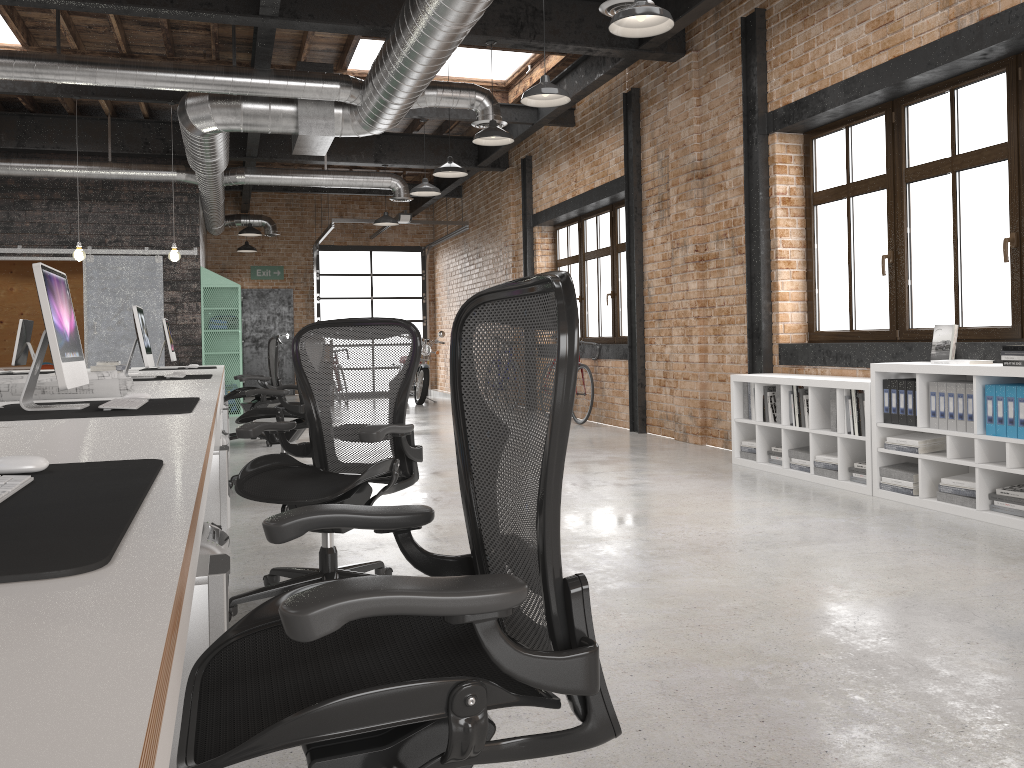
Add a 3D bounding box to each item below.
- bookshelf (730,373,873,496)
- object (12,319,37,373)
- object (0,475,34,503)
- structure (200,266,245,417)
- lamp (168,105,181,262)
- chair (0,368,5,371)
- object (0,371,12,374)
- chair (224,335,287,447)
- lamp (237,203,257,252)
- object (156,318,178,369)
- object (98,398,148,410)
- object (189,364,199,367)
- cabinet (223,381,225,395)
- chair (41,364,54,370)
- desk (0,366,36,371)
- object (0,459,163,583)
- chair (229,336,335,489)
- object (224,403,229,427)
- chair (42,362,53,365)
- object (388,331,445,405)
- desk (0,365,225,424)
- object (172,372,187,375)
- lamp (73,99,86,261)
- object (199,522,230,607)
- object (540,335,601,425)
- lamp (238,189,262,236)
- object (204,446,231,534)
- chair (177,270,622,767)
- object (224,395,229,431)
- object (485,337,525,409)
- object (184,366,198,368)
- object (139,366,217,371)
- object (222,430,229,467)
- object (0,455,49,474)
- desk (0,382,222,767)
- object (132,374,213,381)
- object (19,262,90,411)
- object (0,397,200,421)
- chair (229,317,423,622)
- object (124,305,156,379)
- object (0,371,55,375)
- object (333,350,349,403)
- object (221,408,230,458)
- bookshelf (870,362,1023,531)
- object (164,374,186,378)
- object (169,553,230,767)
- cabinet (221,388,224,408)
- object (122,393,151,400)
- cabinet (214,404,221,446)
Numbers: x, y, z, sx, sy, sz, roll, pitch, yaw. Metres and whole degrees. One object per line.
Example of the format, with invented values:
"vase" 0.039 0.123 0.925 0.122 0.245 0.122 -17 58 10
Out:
"bookshelf" 2.110 0.295 6.129 0.400 0.684 1.545 -1 2 -18
"object" -4.428 -0.344 8.075 0.189 0.485 0.484 -1 1 -18
"object" -0.727 0.152 1.142 0.118 0.017 0.439 -2 3 -18
"structure" -4.192 -0.613 12.861 0.557 2.100 1.118 -1 1 -18
"lamp" -3.611 -2.141 9.435 0.123 1.678 0.123 -1 0 -20
"chair" -7.347 0.124 12.608 0.618 0.777 0.581 -2 1 -23
"object" -4.643 -0.105 8.031 0.118 0.017 0.439 -2 3 -18
"chair" -2.579 0.057 8.861 0.793 1.085 0.770 -2 1 -39
"lamp" -4.826 -3.077 16.084 0.362 1.338 0.362 -1 0 -40
"object" -3.368 -0.393 8.642 0.189 0.485 0.484 -1 1 -18
"object" -1.355 0.069 3.102 0.118 0.017 0.439 -2 3 -18
"object" -3.237 -0.187 8.999 0.106 0.028 0.059 -2 2 -19
"cabinet" -3.396 0.249 9.731 0.460 0.648 0.387 -1 1 -18
"chair" -6.674 0.100 12.823 0.618 0.777 0.581 -2 1 -23
"desk" -7.013 0.086 13.730 2.000 0.731 0.998 -2 2 -17
"object" -0.835 0.168 1.119 0.687 0.008 0.849 -2 3 -18
"chair" -1.615 0.164 6.247 0.792 1.085 0.771 -1 1 -9
"object" -2.723 0.406 8.115 0.250 0.466 0.338 -1 1 -18
"chair" -7.713 0.036 14.568 0.618 0.777 0.581 -2 1 -23
"object" -1.659 -0.335 15.245 0.814 1.359 2.177 -2 2 -30
"desk" -3.584 0.311 7.283 2.313 0.769 5.113 -2 3 -18
"object" -2.393 -0.075 6.363 0.106 0.028 0.059 -2 2 -19
"lamp" -4.487 -2.109 9.154 0.123 1.678 0.123 -1 0 -20
"object" -0.916 0.644 2.472 0.250 0.466 0.338 -1 1 -18
"object" 0.631 -0.077 10.695 0.402 1.039 1.738 -1 2 -23
"lamp" -4.073 -2.978 13.732 0.362 1.338 0.362 -1 0 -40
"object" -1.720 0.567 4.511 0.541 0.455 0.221 -2 1 -18
"chair" -0.183 0.376 1.318 0.793 1.085 0.770 -2 1 -34
"object" -3.292 0.360 9.417 0.541 0.455 0.221 -2 1 -18
"object" -0.156 -0.181 13.156 0.402 1.039 1.738 -1 2 -23
"object" -3.143 -0.167 8.685 0.118 0.017 0.439 -2 3 -18
"object" -3.259 -0.152 8.686 0.687 0.008 0.849 -2 3 -19
"object" -1.872 0.518 5.457 0.250 0.466 0.338 -1 1 -18
"object" -0.821 0.132 1.456 0.106 0.028 0.059 -2 2 -17
"desk" -2.022 0.517 2.408 2.313 0.769 5.113 -2 3 -18
"object" -2.415 -0.040 6.051 0.687 0.008 0.849 -2 3 -18
"object" -1.579 -0.157 3.059 0.189 0.485 0.484 -1 1 -18
"object" -1.465 0.085 3.087 0.687 0.008 0.849 -2 3 -17
"chair" -0.661 0.288 3.320 0.770 1.085 0.793 -1 1 6
"object" -2.524 -0.282 6.006 0.189 0.485 0.484 -1 1 -18
"object" -4.535 -0.094 8.044 0.687 0.008 0.849 -2 3 -19
"object" -3.102 -0.150 15.722 0.410 1.033 1.735 -1 2 -11
"object" -2.638 0.446 7.378 0.541 0.455 0.221 -2 1 -18
"bookshelf" 2.588 0.300 4.651 0.400 0.799 1.544 -1 2 -18
"object" -2.299 -0.055 6.049 0.118 0.017 0.439 -2 3 -18
"object" -0.937 0.670 2.068 0.541 0.455 0.221 -2 1 -18
"cabinet" -2.742 0.335 7.691 0.460 0.648 0.387 -1 1 -18
"object" -1.448 0.049 3.416 0.106 0.028 0.059 -2 2 -19
"cabinet" -1.838 0.455 4.869 0.460 0.648 0.387 -1 1 -18
